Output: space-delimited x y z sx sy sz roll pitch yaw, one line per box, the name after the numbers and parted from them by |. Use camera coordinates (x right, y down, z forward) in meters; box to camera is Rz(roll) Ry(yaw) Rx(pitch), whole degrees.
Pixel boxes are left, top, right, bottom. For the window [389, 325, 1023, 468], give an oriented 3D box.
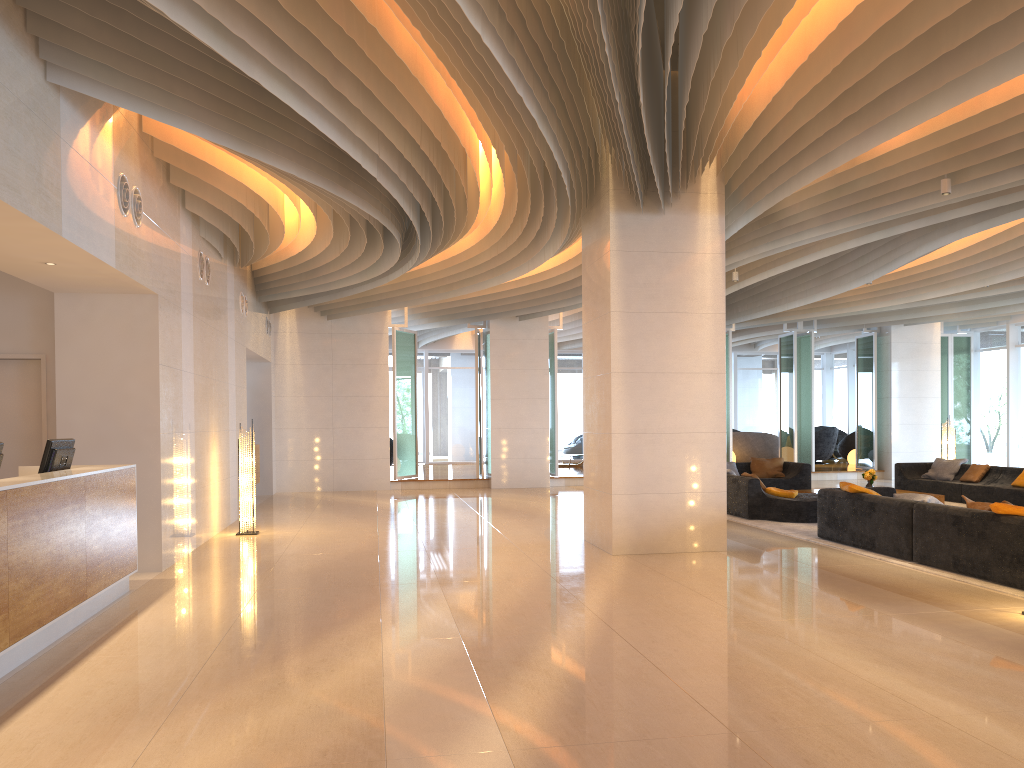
10.178 -0.040 11.959 22.536 3.221 53.539 2 -3 -44 | window

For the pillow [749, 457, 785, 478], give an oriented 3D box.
4.779 1.565 16.602 0.634 0.378 0.551 -1 -2 12 | pillow

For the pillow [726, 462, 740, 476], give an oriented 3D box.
3.985 1.592 16.437 0.409 0.312 0.320 0 -1 -8 | pillow

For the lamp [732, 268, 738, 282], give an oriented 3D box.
3.395 -2.319 13.494 0.087 1.507 0.090 0 1 35 | lamp

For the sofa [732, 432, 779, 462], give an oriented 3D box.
6.026 1.699 23.287 2.519 0.901 1.129 -2 -2 40 | sofa

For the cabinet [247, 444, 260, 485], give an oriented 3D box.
-4.562 1.350 14.677 0.562 0.662 1.502 0 -2 -9 | cabinet

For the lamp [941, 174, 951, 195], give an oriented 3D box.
4.105 -2.551 8.391 0.090 1.507 0.088 -1 1 -19 | lamp

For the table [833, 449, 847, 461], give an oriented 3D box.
9.792 2.068 25.798 1.082 0.318 0.817 0 -2 -3 | table

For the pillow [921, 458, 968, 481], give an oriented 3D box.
7.614 1.497 15.634 0.556 0.378 0.629 0 -2 -32 | pillow

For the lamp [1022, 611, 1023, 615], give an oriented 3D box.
3.705 1.007 6.101 0.252 1.198 0.248 -1 1 -10 | lamp

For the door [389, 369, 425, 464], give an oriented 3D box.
-3.273 0.944 25.756 1.468 2.772 0.060 -1 1 -11 | door

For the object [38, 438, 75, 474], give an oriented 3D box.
-3.422 0.633 6.742 0.356 0.435 0.533 0 -1 -9 | object

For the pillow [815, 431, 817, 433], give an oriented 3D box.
9.567 1.643 27.055 0.608 0.422 0.370 0 -1 -7 | pillow

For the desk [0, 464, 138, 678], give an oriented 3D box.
-3.090 1.051 4.103 0.903 1.049 6.634 0 -2 -9 | desk

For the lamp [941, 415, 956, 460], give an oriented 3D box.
8.188 1.306 16.628 0.252 1.451 0.248 -1 1 -10 | lamp

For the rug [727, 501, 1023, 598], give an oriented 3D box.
6.320 1.713 9.203 5.544 0.022 16.132 0 -3 -9 | rug

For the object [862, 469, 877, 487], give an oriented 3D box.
5.694 1.524 14.118 0.233 0.377 0.269 -1 0 22 | object

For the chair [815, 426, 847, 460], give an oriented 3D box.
9.568 1.771 26.806 1.515 1.006 1.138 -1 -1 3 | chair

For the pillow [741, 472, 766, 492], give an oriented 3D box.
3.473 1.416 12.590 0.330 0.311 0.422 0 -1 -8 | pillow

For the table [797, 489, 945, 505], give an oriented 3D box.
5.581 1.816 13.951 1.610 0.220 1.592 0 -3 -10 | table

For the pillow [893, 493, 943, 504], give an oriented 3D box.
4.114 1.287 8.842 0.422 0.377 0.584 0 -2 -7 | pillow

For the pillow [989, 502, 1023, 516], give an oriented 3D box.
4.298 1.152 7.174 0.556 0.378 0.629 0 -2 -32 | pillow

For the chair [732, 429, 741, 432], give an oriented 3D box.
6.414 1.732 25.289 1.539 1.006 1.120 0 -1 -27 | chair

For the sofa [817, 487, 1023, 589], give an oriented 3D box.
4.236 1.402 8.471 0.947 0.582 3.757 0 -2 -9 | sofa

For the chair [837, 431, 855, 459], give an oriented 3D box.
9.867 1.680 24.796 1.524 1.006 1.131 0 -1 -7 | chair

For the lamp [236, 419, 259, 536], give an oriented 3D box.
-3.338 1.166 11.168 0.252 1.451 0.248 -1 1 -10 | lamp

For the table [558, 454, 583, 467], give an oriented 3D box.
1.444 2.045 23.631 1.082 0.318 0.817 0 -2 -3 | table

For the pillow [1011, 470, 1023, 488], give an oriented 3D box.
7.914 1.433 13.598 0.323 0.312 0.406 0 -1 -7 | pillow

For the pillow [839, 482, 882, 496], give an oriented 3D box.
3.904 1.268 9.712 0.543 0.378 0.643 -1 -2 12 | pillow

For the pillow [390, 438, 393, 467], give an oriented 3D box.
-3.350 1.577 19.852 1.529 1.006 1.128 0 -1 -12 | pillow

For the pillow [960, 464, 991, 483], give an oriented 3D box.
7.727 1.488 14.804 0.324 0.312 0.405 0 -1 -12 | pillow

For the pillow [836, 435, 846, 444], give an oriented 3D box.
9.924 1.677 26.841 0.499 0.409 0.468 -1 -1 18 | pillow

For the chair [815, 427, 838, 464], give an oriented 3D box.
8.228 1.664 24.112 1.543 1.006 1.117 1 -2 -37 | chair

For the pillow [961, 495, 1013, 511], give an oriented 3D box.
4.272 1.202 7.820 0.446 0.410 0.598 0 -1 -8 | pillow

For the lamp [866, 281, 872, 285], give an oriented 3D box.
5.596 -2.320 13.907 0.087 1.507 0.090 0 1 35 | lamp

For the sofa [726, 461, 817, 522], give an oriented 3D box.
4.306 1.623 14.284 2.841 0.653 5.061 0 -3 -9 | sofa

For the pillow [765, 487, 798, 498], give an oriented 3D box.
3.755 1.505 12.329 0.405 0.136 0.422 -1 -2 24 | pillow

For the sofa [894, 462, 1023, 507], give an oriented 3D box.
7.679 1.631 14.343 0.947 0.582 3.757 0 -2 -9 | sofa

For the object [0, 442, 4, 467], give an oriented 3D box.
-3.213 0.572 5.397 0.356 0.435 0.533 0 -1 -9 | object
